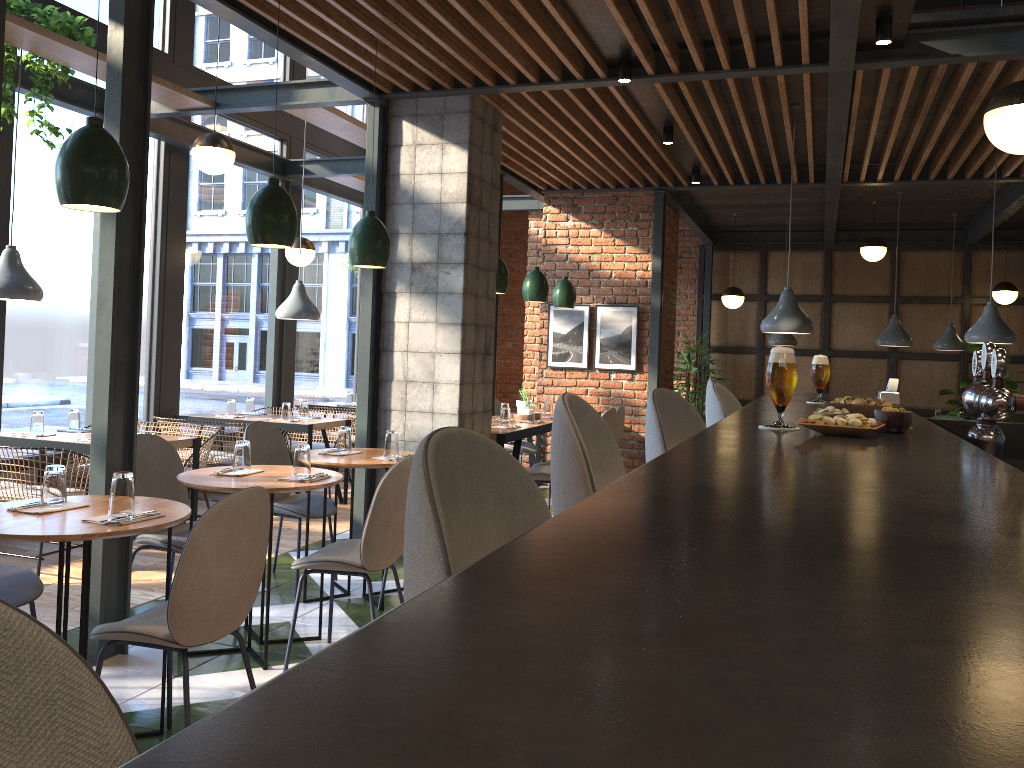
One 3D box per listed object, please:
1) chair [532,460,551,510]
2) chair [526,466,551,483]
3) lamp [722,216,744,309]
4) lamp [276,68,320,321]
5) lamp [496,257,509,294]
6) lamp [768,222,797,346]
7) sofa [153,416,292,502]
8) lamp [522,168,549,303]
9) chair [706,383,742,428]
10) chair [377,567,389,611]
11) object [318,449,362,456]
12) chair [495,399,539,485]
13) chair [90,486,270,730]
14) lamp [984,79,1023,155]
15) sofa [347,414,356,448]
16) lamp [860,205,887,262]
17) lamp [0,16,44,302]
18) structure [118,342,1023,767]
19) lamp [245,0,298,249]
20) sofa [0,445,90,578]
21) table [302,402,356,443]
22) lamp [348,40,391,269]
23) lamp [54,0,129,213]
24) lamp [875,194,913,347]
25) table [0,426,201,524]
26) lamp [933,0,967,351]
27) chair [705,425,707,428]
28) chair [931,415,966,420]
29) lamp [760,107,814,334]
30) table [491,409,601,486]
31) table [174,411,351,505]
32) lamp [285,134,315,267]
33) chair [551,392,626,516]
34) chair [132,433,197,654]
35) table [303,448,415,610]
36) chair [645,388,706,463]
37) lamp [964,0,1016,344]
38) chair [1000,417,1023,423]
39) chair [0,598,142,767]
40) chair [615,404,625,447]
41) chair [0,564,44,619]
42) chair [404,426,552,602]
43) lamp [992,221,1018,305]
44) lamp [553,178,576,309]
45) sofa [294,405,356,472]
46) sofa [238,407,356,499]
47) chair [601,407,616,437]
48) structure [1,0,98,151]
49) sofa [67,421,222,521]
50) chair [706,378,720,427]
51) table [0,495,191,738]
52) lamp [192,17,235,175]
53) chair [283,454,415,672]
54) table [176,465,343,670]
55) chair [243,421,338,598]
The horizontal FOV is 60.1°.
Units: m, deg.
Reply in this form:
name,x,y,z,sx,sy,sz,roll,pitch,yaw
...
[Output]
name,x,y,z,sx,sy,sz,roll,pitch,yaw
chair,0.410,0.642,7.024,0.508,0.888,0.418,2,0,25
chair,0.261,0.657,6.469,0.508,0.888,0.418,2,0,15
lamp,2.750,-2.808,10.786,0.268,3.796,0.268,2,-1,-28
lamp,-1.653,-2.766,7.200,0.352,4.492,0.353,2,-1,-19
lamp,-0.101,-1.678,6.528,0.224,2.023,0.223,2,-1,23
lamp,3.490,-2.726,11.182,0.352,4.492,0.353,3,-1,-36
sofa,-2.260,0.629,6.817,1.092,0.733,0.470,3,0,19
lamp,0.233,-1.701,7.484,0.224,2.023,0.223,2,-1,23
chair,0.923,0.629,3.093,0.508,1.244,0.418,2,0,25
chair,-0.394,0.704,4.559,0.508,0.888,0.418,2,0,25
object,-0.918,0.363,4.778,0.157,0.019,0.242,3,2,24
chair,-0.002,0.581,8.258,0.508,0.888,0.418,2,0,26
chair,-1.036,0.747,2.767,0.508,0.888,0.418,2,0,20
lamp,1.960,-2.747,3.295,0.268,3.796,0.268,2,-1,21
sofa,-1.255,0.559,9.701,1.092,0.733,0.470,3,0,19
lamp,3.999,-3.227,9.663,0.268,3.796,0.268,2,-1,-1
lamp,-2.839,-2.733,5.168,0.353,4.492,0.352,2,-1,35
structure,1.832,0.641,1.595,2.918,1.397,4.919,3,2,19
lamp,-1.020,-1.613,3.892,0.224,2.023,0.223,2,-1,23
sofa,-2.888,0.674,5.017,1.092,0.733,0.470,3,0,19
table,-1.442,0.585,9.166,1.272,0.706,0.658,3,1,19
lamp,-0.727,-1.634,4.734,0.224,2.023,0.223,2,-1,23
lamp,-1.353,-1.590,2.937,0.224,2.023,0.223,2,-1,23
lamp,3.967,-2.629,9.034,0.352,4.492,0.353,3,-1,-36
table,-2.703,0.674,5.549,1.272,0.706,0.658,3,1,19
lamp,5.127,-2.631,10.231,0.352,4.492,0.353,3,-1,-36
chair,1.635,0.736,6.603,0.638,0.819,0.515,2,0,-16
chair,4.356,0.739,9.197,0.514,0.819,0.639,2,0,-21
lamp,1.970,-2.593,6.113,0.352,4.492,0.353,3,-1,-36
table,0.088,0.675,7.434,0.658,0.766,2.772,2,2,19
table,-2.074,0.629,7.351,1.272,0.706,0.658,3,1,19
lamp,-1.857,-2.960,8.054,0.268,3.796,0.268,2,-1,-13
chair,0.310,0.648,1.670,0.508,1.244,0.418,2,0,15
chair,-1.508,0.684,4.010,0.508,0.888,0.418,2,0,20
table,-0.813,0.753,4.708,0.700,0.747,0.699,2,1,29
chair,0.600,0.643,2.378,0.508,1.244,0.418,2,0,30
lamp,3.735,-2.554,6.797,0.352,4.492,0.353,3,-1,-36
chair,5.294,0.752,9.758,0.638,0.819,0.515,2,0,-34
chair,-0.127,0.696,0.237,0.508,1.244,0.418,2,0,19
chair,0.762,0.615,8.088,0.508,0.888,0.418,2,0,15
chair,-1.917,0.703,3.081,0.508,0.888,0.418,2,0,15
chair,0.127,0.680,0.924,0.508,1.244,0.418,2,0,17
lamp,5.878,-2.832,10.463,0.268,3.796,0.268,2,-1,-28
lamp,0.526,-1.722,8.325,0.224,2.023,0.223,2,-1,23
sofa,-1.626,0.585,8.635,1.092,0.733,0.470,3,0,19
sofa,-1.889,0.603,7.882,1.092,0.733,0.470,3,0,19
chair,0.620,0.629,7.558,0.508,0.888,0.418,2,0,26
structure,-2.836,-1.831,5.095,0.528,0.925,0.940,2,1,25
sofa,-2.516,0.647,6.083,1.092,0.733,0.470,3,0,19
chair,1.097,0.605,3.909,0.508,1.244,0.418,2,0,19
table,-1.440,0.797,2.910,0.699,0.747,0.700,2,1,-24
lamp,-1.861,-3.246,5.735,0.268,3.796,0.268,2,-1,-28
chair,-0.660,0.726,3.709,0.508,0.888,0.418,2,0,15
table,-1.107,0.774,3.867,0.699,0.747,0.700,2,1,-29
chair,-1.225,0.662,4.883,0.508,0.888,0.418,2,0,20
